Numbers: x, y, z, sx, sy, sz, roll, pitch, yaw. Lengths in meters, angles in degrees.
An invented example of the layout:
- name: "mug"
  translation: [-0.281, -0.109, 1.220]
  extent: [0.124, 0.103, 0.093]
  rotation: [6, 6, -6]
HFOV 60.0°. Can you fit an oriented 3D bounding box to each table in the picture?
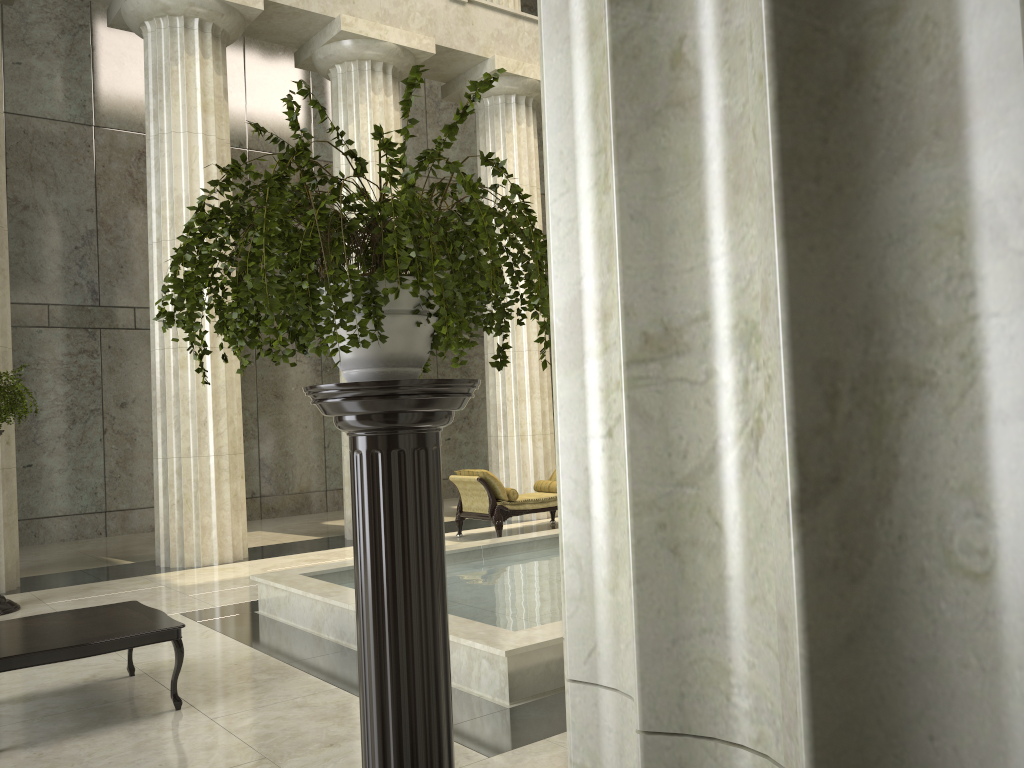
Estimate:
- name: "table"
  translation: [-2.660, 1.702, 5.309]
  extent: [1.123, 0.494, 1.134]
  rotation: [-1, -3, -39]

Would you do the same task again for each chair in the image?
- name: "chair"
  translation: [0.207, 1.599, 12.406]
  extent: [2.172, 0.950, 0.993]
  rotation: [-1, -3, -38]

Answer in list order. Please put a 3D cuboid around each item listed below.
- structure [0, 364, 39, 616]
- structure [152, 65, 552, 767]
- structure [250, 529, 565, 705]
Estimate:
- name: "structure"
  translation: [-5.098, 0.983, 8.464]
  extent: [1.159, 2.386, 1.053]
  rotation: [-2, -2, -8]
- name: "structure"
  translation: [-0.315, 0.532, 2.222]
  extent: [1.053, 2.386, 1.159]
  rotation: [-2, -2, -8]
- name: "structure"
  translation: [3.391, 1.768, 9.971]
  extent: [11.573, 0.508, 3.754]
  rotation: [-1, -3, -38]
